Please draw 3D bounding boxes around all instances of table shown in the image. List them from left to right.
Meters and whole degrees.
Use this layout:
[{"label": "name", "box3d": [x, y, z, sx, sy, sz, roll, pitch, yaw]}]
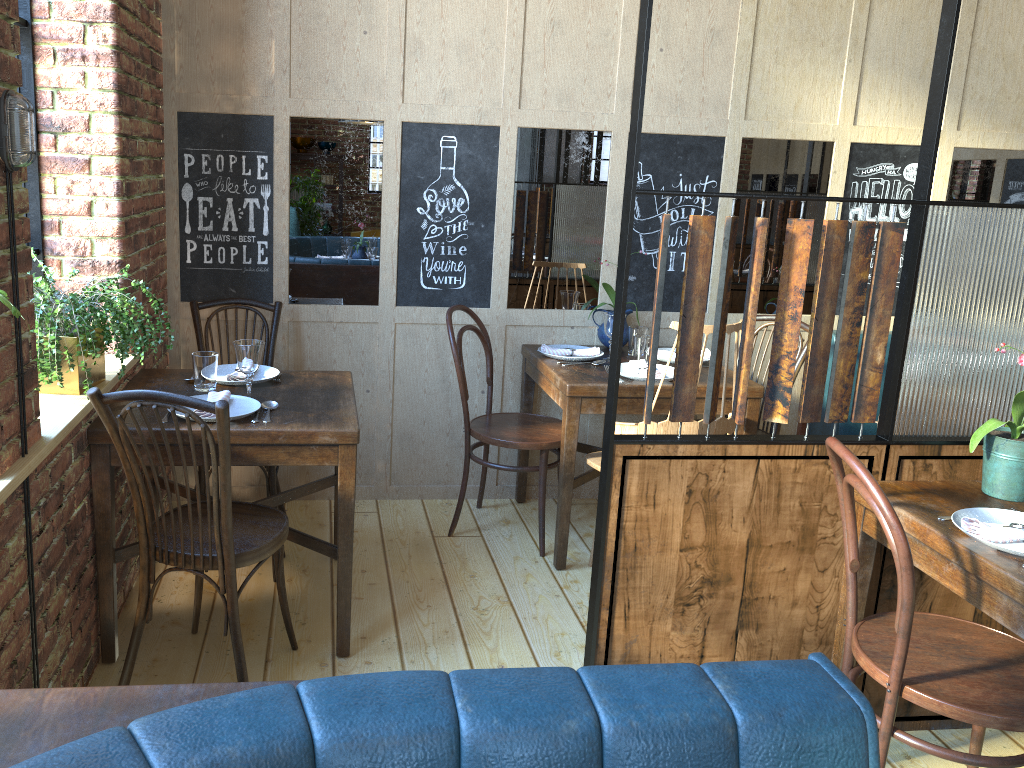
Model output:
[{"label": "table", "box3d": [-0.899, 0.389, 2.896, 0.740, 0.724, 0.764, 1, 13, -10]}, {"label": "table", "box3d": [0.465, 0.269, 3.631, 0.740, 0.724, 0.764, 1, 13, -10]}, {"label": "table", "box3d": [1.282, 0.689, 1.992, 0.740, 0.724, 0.764, 1, 13, -10]}]

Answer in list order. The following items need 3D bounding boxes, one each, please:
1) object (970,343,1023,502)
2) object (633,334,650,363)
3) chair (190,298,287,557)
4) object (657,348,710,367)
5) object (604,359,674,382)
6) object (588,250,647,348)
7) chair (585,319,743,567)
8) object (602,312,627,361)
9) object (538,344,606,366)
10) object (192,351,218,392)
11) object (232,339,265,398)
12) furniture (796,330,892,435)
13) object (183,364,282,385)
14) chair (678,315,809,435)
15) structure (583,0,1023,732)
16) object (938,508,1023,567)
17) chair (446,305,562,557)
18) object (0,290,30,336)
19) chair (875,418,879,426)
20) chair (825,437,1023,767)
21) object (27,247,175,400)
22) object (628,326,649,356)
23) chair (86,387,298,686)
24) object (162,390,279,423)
[{"label": "object", "box3d": [1.220, 0.069, 2.113, 0.193, 0.425, 0.154, -6, 16, -38]}, {"label": "object", "box3d": [0.521, -0.131, 3.500, 0.082, 0.119, 0.087, -2, 13, -20]}, {"label": "chair", "box3d": [-1.071, 0.154, 3.434, 0.396, 0.911, 0.535, 0, 13, -16]}, {"label": "object", "box3d": [0.693, -0.129, 3.668, 0.267, 0.051, 0.329, 1, 13, -7]}, {"label": "object", "box3d": [0.529, -0.053, 3.323, 0.322, 0.051, 0.273, 1, 13, -6]}, {"label": "object", "box3d": [0.446, -0.367, 3.814, 0.214, 0.429, 0.140, 0, 13, -13]}, {"label": "chair", "box3d": [0.563, 0.242, 3.178, 0.519, 1.001, 0.467, -2, 13, -23]}, {"label": "object", "box3d": [0.407, -0.191, 3.581, 0.094, 0.191, 0.103, -7, 16, -38]}, {"label": "object", "box3d": [0.246, -0.134, 3.614, 0.265, 0.051, 0.332, 0, 14, -12]}, {"label": "object", "box3d": [-0.998, -0.041, 2.866, 0.085, 0.119, 0.083, 5, 13, 7]}, {"label": "object", "box3d": [-0.810, -0.034, 2.713, 0.094, 0.191, 0.103, -7, 16, -38]}, {"label": "furniture", "box3d": [2.217, 0.320, 3.498, 1.471, 0.818, 1.470, 0, 13, -10]}, {"label": "object", "box3d": [-0.952, -0.042, 3.028, 0.322, 0.051, 0.273, 1, 13, -6]}, {"label": "chair", "box3d": [0.917, 0.182, 3.651, 0.499, 0.911, 0.424, -5, 15, -34]}, {"label": "structure", "box3d": [4.314, -0.178, 0.556, 5.823, 3.311, 6.081, -4, 14, -26]}, {"label": "object", "box3d": [1.092, 0.316, 1.856, 0.267, 0.051, 0.329, 1, 13, -7]}, {"label": "chair", "box3d": [-0.010, 0.157, 3.600, 0.569, 0.916, 0.425, 8, 13, 22]}, {"label": "object", "box3d": [-0.994, 0.062, 1.252, 0.428, 0.480, 0.454, 6, 13, 11]}, {"label": "chair", "box3d": [1.459, 0.327, 2.970, 0.439, 1.001, 0.552, -1, 13, -18]}, {"label": "chair", "box3d": [0.930, 0.589, 1.934, 0.557, 0.916, 0.434, 5, 12, 7]}, {"label": "object", "box3d": [-1.197, -0.167, 2.426, 0.492, 0.368, 0.618, 0, 13, -10]}, {"label": "object", "box3d": [0.529, -0.180, 3.708, 0.082, 0.119, 0.087, -2, 13, -20]}, {"label": "chair", "box3d": [-0.837, 0.405, 2.416, 0.412, 0.911, 0.515, 5, 13, 9]}, {"label": "object", "box3d": [-0.860, 0.063, 2.600, 0.322, 0.051, 0.273, 1, 13, -6]}]
